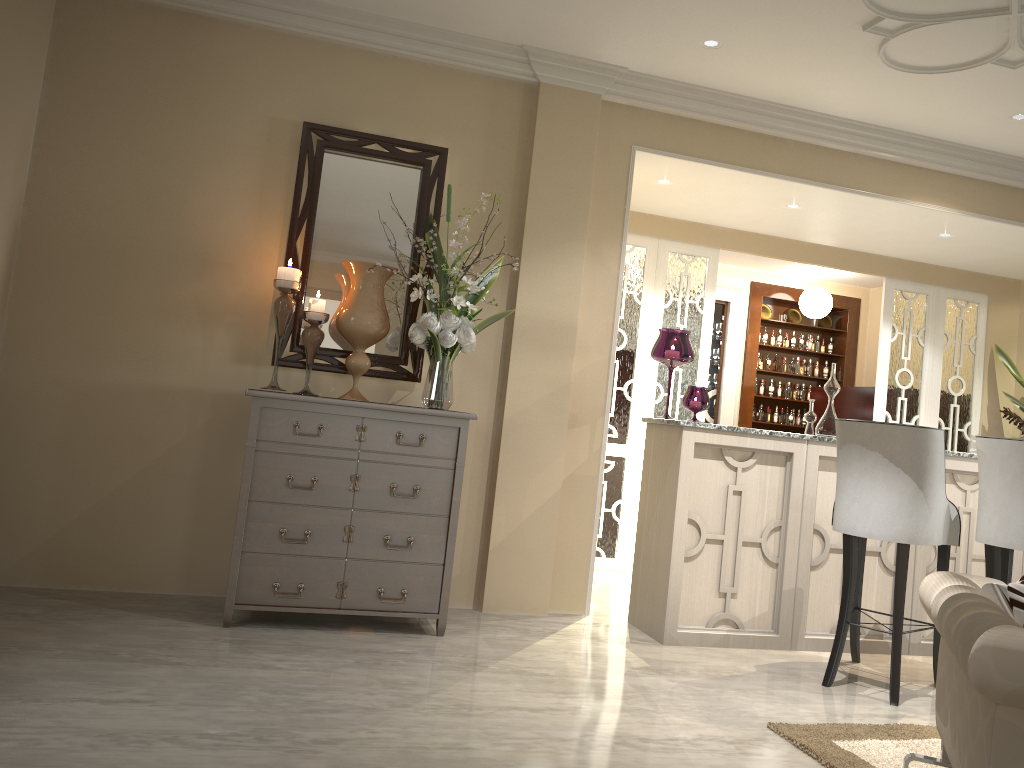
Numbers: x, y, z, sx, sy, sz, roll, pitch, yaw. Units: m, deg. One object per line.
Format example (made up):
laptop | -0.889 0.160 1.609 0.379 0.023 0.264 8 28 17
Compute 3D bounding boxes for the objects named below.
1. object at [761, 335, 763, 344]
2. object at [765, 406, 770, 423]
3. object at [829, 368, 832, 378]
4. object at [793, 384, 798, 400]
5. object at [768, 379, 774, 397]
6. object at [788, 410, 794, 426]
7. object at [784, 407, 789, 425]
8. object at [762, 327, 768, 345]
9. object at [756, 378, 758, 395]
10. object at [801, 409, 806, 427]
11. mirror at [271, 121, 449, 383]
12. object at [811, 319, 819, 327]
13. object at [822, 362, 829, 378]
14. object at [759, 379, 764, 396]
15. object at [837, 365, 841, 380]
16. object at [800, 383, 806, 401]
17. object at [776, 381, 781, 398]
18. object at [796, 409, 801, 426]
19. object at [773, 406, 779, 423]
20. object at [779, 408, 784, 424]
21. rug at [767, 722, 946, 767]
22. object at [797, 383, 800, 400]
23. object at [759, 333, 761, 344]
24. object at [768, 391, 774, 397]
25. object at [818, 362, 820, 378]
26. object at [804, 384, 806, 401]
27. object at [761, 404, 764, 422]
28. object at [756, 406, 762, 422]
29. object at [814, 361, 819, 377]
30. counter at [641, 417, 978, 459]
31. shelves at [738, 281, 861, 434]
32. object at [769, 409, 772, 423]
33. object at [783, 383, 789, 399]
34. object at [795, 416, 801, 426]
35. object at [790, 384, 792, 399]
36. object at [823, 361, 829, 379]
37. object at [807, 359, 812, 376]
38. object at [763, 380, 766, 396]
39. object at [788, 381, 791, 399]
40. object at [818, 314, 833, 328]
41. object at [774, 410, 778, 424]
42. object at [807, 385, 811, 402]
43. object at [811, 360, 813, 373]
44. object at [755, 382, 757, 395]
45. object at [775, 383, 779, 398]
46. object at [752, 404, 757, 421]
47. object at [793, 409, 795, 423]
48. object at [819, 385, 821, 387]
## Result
object | 2.044 -0.371 7.174 0.044 0.125 0.044 9 -5 -31
object | 2.047 0.245 7.085 0.039 0.133 0.039 5 -5 19
object | 2.656 -0.100 7.340 0.044 0.143 0.044 9 -5 -26
object | 2.308 0.068 7.197 0.039 0.133 0.039 7 -5 -12
object | 2.077 0.031 7.090 0.038 0.149 0.038 7 -5 -11
object | 2.240 0.271 7.098 0.044 0.125 0.044 7 -5 -6
object | 2.219 0.258 7.149 0.038 0.149 0.037 5 -5 19
object | 2.034 -0.386 7.119 0.038 0.149 0.037 5 -5 19
object | 1.960 0.023 7.126 0.044 0.143 0.044 7 -5 -14
object | 2.357 0.273 7.143 0.038 0.149 0.037 6 -5 9
mirror | -0.612 -0.533 3.624 0.599 0.998 0.035 7 -5 -15
object | 2.477 -0.497 7.248 0.061 0.064 0.061 4 -4 35
object | 2.580 -0.110 7.284 0.044 0.143 0.044 10 -6 -36
object | 2.000 0.028 7.083 0.032 0.138 0.032 7 -5 -5
object | 2.697 -0.092 7.276 0.039 0.133 0.039 7 -5 -12
object | 2.360 0.065 7.181 0.038 0.149 0.038 9 -6 -33
object | 2.141 0.044 7.094 0.033 0.138 0.032 3 -5 31
object | 2.307 0.273 7.129 0.032 0.138 0.032 7 -5 -6
object | 2.134 0.249 7.152 0.038 0.149 0.038 10 -6 -39
object | 2.177 0.262 7.144 0.039 0.133 0.039 2 -6 44
rug | 2.527 1.165 1.686 2.965 0.022 2.667 7 -2 -15
object | 2.335 0.065 7.252 0.038 0.149 0.037 4 -5 24
object | 1.975 -0.387 7.098 0.032 0.138 0.032 8 -5 -25
object | 2.092 0.038 7.141 0.044 0.143 0.044 10 -6 -36
object | 2.511 -0.113 7.273 0.039 0.133 0.039 7 -5 -12
object | 2.382 0.073 7.240 0.044 0.143 0.044 7 -5 -14
object | 2.005 0.234 7.132 0.038 0.149 0.037 2 -6 43
object | 1.972 0.240 7.055 0.044 0.125 0.044 10 -6 -36
object | 2.487 -0.119 7.226 0.032 0.138 0.032 7 -5 -5
counter | 1.732 0.286 3.970 2.334 0.021 0.378 7 -2 -15
shelves | 1.312 0.115 6.917 2.994 1.998 0.183 7 -5 -15
object | 2.075 0.259 7.133 0.034 0.116 0.034 4 -5 25
object | 2.210 0.055 7.133 0.039 0.133 0.039 7 -5 -12
object | 2.325 0.283 7.187 0.044 0.125 0.044 9 -5 -31
object | 2.260 0.064 7.213 0.039 0.133 0.039 10 -6 -39
object | 2.565 -0.116 7.233 0.038 0.149 0.038 7 -5 -11
object | 2.425 -0.132 7.210 0.038 0.149 0.038 9 -6 -33
object | 2.023 0.035 7.130 0.039 0.133 0.039 7 -5 -12
object | 2.238 0.052 7.164 0.038 0.149 0.037 6 -5 9
object | 2.603 -0.523 7.371 0.150 0.142 0.058 7 -4 -13
object | 2.110 0.261 7.073 0.032 0.115 0.032 8 -5 -17
object | 2.422 0.078 7.197 0.032 0.138 0.032 7 -5 -5
object | 2.447 -0.125 7.269 0.044 0.143 0.044 7 -5 -14
object | 1.938 0.015 7.067 0.038 0.149 0.038 9 -6 -33
object | 2.169 0.048 7.197 0.044 0.143 0.044 9 -5 -26
object | 1.948 0.231 7.134 0.044 0.143 0.044 8 -5 -16
object | 2.269 0.270 7.153 0.032 0.138 0.032 7 -5 -5
object | 2.499 0.082 7.204 0.038 0.149 0.038 7 -5 -11
